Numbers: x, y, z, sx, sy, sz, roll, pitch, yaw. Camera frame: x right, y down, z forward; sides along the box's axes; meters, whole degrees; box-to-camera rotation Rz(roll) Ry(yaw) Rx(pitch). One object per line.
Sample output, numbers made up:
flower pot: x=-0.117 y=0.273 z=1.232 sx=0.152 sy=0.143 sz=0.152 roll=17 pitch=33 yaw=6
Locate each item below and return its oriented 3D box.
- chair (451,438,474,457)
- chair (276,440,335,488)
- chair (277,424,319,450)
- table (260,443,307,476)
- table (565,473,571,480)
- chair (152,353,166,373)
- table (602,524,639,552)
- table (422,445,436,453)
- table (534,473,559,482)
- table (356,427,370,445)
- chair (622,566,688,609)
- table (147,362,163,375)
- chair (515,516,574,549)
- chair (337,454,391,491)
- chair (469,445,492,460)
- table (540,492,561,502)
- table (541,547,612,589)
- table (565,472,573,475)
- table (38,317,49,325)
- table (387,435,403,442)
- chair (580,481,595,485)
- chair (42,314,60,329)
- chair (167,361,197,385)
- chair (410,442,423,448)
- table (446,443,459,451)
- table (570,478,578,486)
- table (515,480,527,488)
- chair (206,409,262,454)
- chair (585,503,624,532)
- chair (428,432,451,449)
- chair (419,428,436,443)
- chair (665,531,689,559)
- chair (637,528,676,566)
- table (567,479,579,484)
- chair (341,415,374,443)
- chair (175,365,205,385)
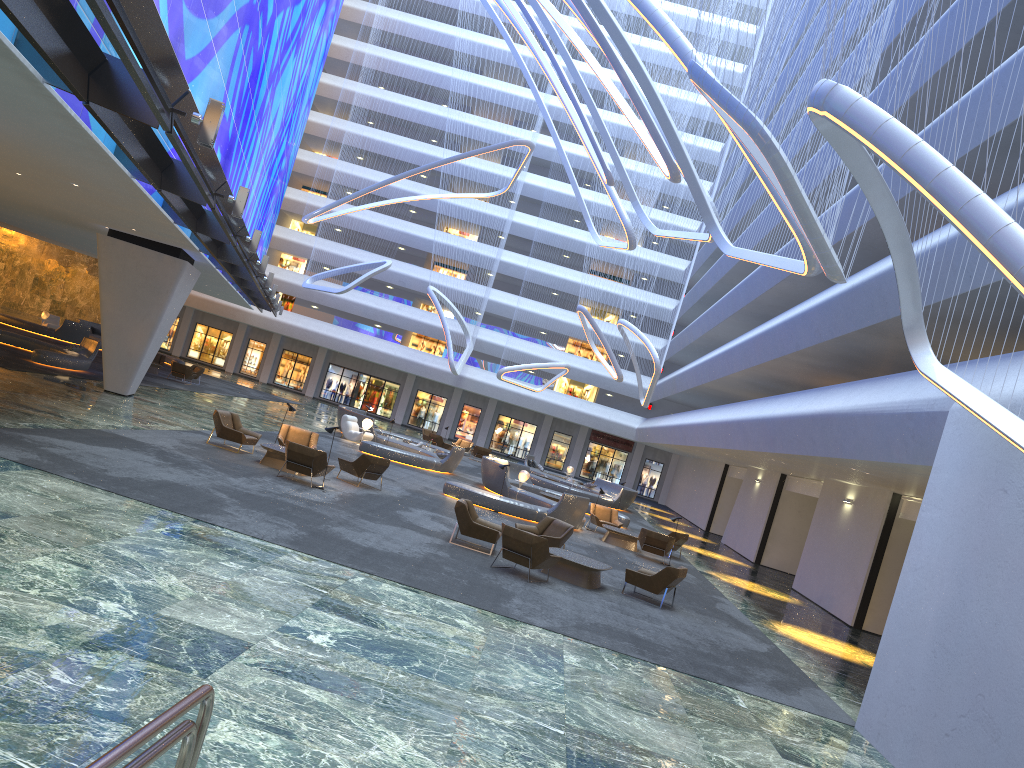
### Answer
chair: x=-2.555 y=3.243 z=45.457 sx=0.926 sy=0.766 sz=0.942 roll=16 pitch=-2 yaw=22
chair: x=-4.124 y=1.605 z=17.756 sx=0.928 sy=0.766 sz=0.941 roll=17 pitch=-2 yaw=10
chair: x=-5.098 y=1.445 z=20.951 sx=0.931 sy=0.766 sz=0.937 roll=17 pitch=-2 yaw=-13
table: x=-4.817 y=1.640 z=19.082 sx=1.202 sy=0.392 sz=1.205 roll=17 pitch=-2 yaw=4
table: x=2.884 y=5.007 z=46.592 sx=0.420 sy=0.595 sz=0.425 roll=18 pitch=-1 yaw=-43
chair: x=-15.379 y=-0.953 z=37.947 sx=0.933 sy=0.766 sz=0.936 roll=18 pitch=-2 yaw=-23
table: x=2.992 y=4.220 z=24.252 sx=1.202 sy=0.392 sz=1.204 roll=17 pitch=-2 yaw=3
table: x=-3.356 y=2.797 z=36.137 sx=0.676 sy=0.406 sz=0.668 roll=18 pitch=-2 yaw=-34
table: x=1.533 y=4.478 z=40.907 sx=1.202 sy=0.392 sz=1.205 roll=17 pitch=-2 yaw=4
table: x=-5.317 y=1.891 z=31.494 sx=0.419 sy=0.595 sz=0.426 roll=17 pitch=-1 yaw=-22
chair: x=2.575 y=3.562 z=16.056 sx=0.935 sy=0.766 sz=0.933 roll=16 pitch=-2 yaw=28
table: x=-15.065 y=-0.733 z=36.448 sx=1.208 sy=0.392 sz=1.198 roll=18 pitch=-2 yaw=-32
chair: x=0.623 y=3.035 z=17.569 sx=0.943 sy=0.766 sz=0.925 roll=18 pitch=-2 yaw=-35
chair: x=-3.373 y=1.934 z=20.166 sx=0.934 sy=0.766 sz=0.934 roll=16 pitch=-2 yaw=37
chair: x=-1.576 y=3.469 z=43.778 sx=0.932 sy=0.766 sz=0.936 roll=17 pitch=-2 yaw=-18
table: x=1.448 y=3.981 z=29.677 sx=1.202 sy=0.392 sz=1.205 roll=17 pitch=-2 yaw=4
table: x=1.116 y=3.299 z=15.843 sx=1.199 sy=0.392 sz=1.208 roll=16 pitch=-2 yaw=22
table: x=2.976 y=5.097 z=47.856 sx=0.419 sy=0.595 sz=0.426 roll=17 pitch=-1 yaw=-22
table: x=-22.259 y=-2.800 z=41.899 sx=0.418 sy=0.595 sz=0.428 roll=17 pitch=-1 yaw=3
table: x=-4.795 y=2.353 z=35.943 sx=0.671 sy=0.406 sz=0.674 roll=16 pitch=-2 yaw=23
chair: x=3.919 y=5.131 z=43.734 sx=0.934 sy=0.766 sz=0.934 roll=16 pitch=-2 yaw=37
chair: x=-22.221 y=-2.879 z=42.837 sx=0.732 sy=0.881 sz=1.152 roll=18 pitch=-2 yaw=-42
chair: x=-13.363 y=-0.430 z=35.876 sx=0.929 sy=0.766 sz=0.939 roll=17 pitch=-2 yaw=2
chair: x=-4.432 y=2.430 z=36.318 sx=1.793 sy=0.501 sz=0.583 roll=18 pitch=-2 yaw=-33
table: x=-3.365 y=3.114 z=43.731 sx=1.197 sy=0.392 sz=1.209 roll=15 pitch=-3 yaw=39
table: x=2.832 y=4.791 z=41.821 sx=0.418 sy=0.595 sz=0.428 roll=17 pitch=-1 yaw=0
table: x=0.205 y=3.446 z=28.710 sx=0.418 sy=0.595 sz=0.428 roll=17 pitch=-1 yaw=3
chair: x=-6.149 y=1.072 z=19.632 sx=0.937 sy=0.766 sz=0.932 roll=17 pitch=-2 yaw=12
chair: x=2.711 y=4.026 z=26.122 sx=0.931 sy=0.766 sz=0.937 roll=17 pitch=-2 yaw=-13
chair: x=-3.520 y=2.817 z=42.263 sx=0.925 sy=0.766 sz=0.943 roll=15 pitch=-2 yaw=45
chair: x=-4.143 y=2.744 z=45.013 sx=0.934 sy=0.766 sz=0.934 roll=18 pitch=-2 yaw=-43
chair: x=4.436 y=4.515 z=25.336 sx=0.934 sy=0.766 sz=0.934 roll=16 pitch=-2 yaw=37
chair: x=3.684 y=4.186 z=22.926 sx=0.928 sy=0.766 sz=0.941 roll=17 pitch=-2 yaw=10
table: x=3.030 y=5.110 z=45.204 sx=0.671 sy=0.406 sz=0.674 roll=17 pitch=-2 yaw=0
chair: x=-5.658 y=1.693 z=32.346 sx=1.153 sy=0.882 sz=0.732 roll=16 pitch=-1 yaw=23
chair: x=-13.740 y=-0.463 z=37.802 sx=0.925 sy=0.766 sz=0.943 roll=15 pitch=-2 yaw=42
